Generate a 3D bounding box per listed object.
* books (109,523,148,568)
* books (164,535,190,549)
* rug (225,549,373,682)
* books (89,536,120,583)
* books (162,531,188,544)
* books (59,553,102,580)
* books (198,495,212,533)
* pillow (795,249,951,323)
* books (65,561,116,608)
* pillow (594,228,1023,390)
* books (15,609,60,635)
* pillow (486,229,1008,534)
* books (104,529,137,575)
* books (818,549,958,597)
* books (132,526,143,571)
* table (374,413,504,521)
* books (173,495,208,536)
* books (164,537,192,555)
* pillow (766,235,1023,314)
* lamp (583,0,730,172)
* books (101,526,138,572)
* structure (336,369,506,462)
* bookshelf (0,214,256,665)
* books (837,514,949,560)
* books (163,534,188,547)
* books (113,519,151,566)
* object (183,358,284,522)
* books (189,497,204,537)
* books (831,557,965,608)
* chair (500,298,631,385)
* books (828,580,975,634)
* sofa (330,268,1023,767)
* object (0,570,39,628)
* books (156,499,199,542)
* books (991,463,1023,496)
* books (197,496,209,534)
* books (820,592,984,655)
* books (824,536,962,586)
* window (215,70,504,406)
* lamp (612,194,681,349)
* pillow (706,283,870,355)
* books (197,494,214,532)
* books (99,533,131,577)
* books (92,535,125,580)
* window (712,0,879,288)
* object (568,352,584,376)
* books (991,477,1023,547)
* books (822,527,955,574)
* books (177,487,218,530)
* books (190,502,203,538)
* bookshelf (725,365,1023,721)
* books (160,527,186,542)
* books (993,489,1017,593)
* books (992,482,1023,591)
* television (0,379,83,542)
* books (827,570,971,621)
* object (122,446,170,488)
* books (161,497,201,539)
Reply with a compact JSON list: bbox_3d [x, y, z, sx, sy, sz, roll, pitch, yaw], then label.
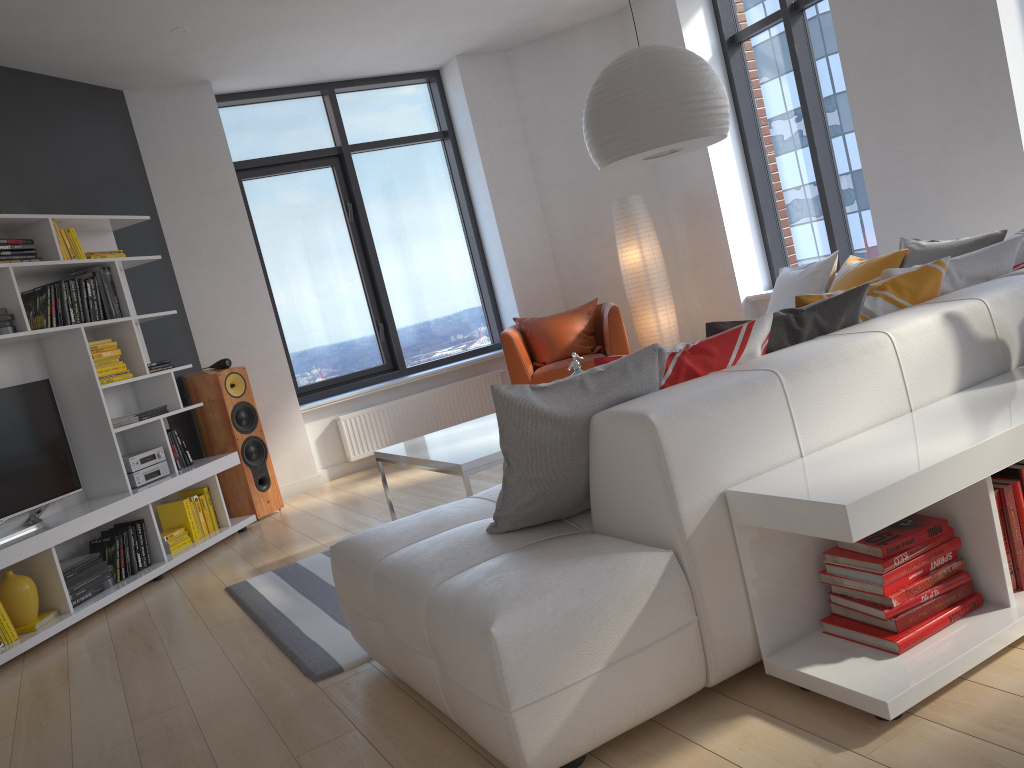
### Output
[{"bbox_3d":[-2.110,0.902,4.878,0.191,0.249,0.084,-12,6,18],"label":"books"},{"bbox_3d":[-1.998,0.930,5.175,0.148,0.011,0.196,-12,6,18],"label":"books"},{"bbox_3d":[-0.026,0.672,4.094,2.326,0.016,1.662,-17,7,-27],"label":"rug"},{"bbox_3d":[-2.159,0.940,4.702,0.182,0.234,0.104,-12,6,18],"label":"books"},{"bbox_3d":[-2.001,0.901,5.171,0.134,0.014,0.187,-12,6,18],"label":"books"},{"bbox_3d":[-2.283,0.946,4.493,0.250,0.047,0.310,-12,6,14],"label":"books"},{"bbox_3d":[-1.941,0.809,5.422,0.172,0.234,0.024,-12,6,18],"label":"books"},{"bbox_3d":[1.418,-0.279,3.713,0.630,0.440,2.095,-12,6,20],"label":"pillow"},{"bbox_3d":[-2.239,1.030,4.501,0.277,0.137,0.343,-13,6,13],"label":"books"},{"bbox_3d":[1.217,-0.143,2.995,2.250,0.449,0.575,-17,7,-29],"label":"pillow"},{"bbox_3d":[-2.310,1.138,4.174,0.270,0.029,0.204,-14,6,3],"label":"books"},{"bbox_3d":[0.975,-0.141,3.244,2.953,0.453,0.647,-19,7,-39],"label":"pillow"},{"bbox_3d":[-2.111,0.917,4.789,0.172,0.242,0.069,-12,6,19],"label":"books"},{"bbox_3d":[0.907,0.438,2.143,0.261,0.028,0.191,-17,7,-27],"label":"books"},{"bbox_3d":[-2.115,0.912,4.842,0.179,0.243,0.068,-12,6,17],"label":"books"},{"bbox_3d":[0.066,0.400,4.284,1.091,0.435,1.091,-17,7,-26],"label":"table"},{"bbox_3d":[-1.959,0.811,5.371,0.185,0.250,0.035,-12,6,18],"label":"books"},{"bbox_3d":[-1.989,0.952,5.175,0.147,0.033,0.190,-12,6,18],"label":"books"},{"bbox_3d":[1.469,-0.343,4.022,0.580,0.456,2.156,-14,6,-1],"label":"pillow"},{"bbox_3d":[1.915,-1.112,3.532,3.199,2.647,0.710,-13,6,9],"label":"lamp"},{"bbox_3d":[-2.131,0.911,4.818,0.192,0.254,0.075,-12,6,17],"label":"books"},{"bbox_3d":[-0.645,0.280,7.072,1.474,0.460,0.110,-17,7,-26],"label":"structure"},{"bbox_3d":[-2.502,0.217,4.218,0.455,2.052,3.000,-12,6,18],"label":"bookshelf"},{"bbox_3d":[0.906,0.358,2.118,0.206,0.029,0.152,-16,6,-20],"label":"books"},{"bbox_3d":[-1.985,0.914,5.162,0.113,0.018,0.169,-12,6,20],"label":"books"},{"bbox_3d":[-2.103,0.891,4.910,0.197,0.260,0.066,-12,6,18],"label":"books"},{"bbox_3d":[-1.894,0.384,5.935,0.434,1.088,0.290,-10,7,33],"label":"object"},{"bbox_3d":[-1.969,0.815,5.346,0.180,0.251,0.019,-12,6,18],"label":"books"},{"bbox_3d":[0.924,0.461,2.133,0.257,0.025,0.182,-17,7,-26],"label":"books"},{"bbox_3d":[0.442,-0.158,6.706,0.896,0.858,0.843,-13,6,5],"label":"chair"},{"bbox_3d":[0.936,0.514,2.139,0.259,0.034,0.206,-16,6,-24],"label":"books"},{"bbox_3d":[0.823,0.131,3.708,3.424,0.732,2.614,-17,7,-27],"label":"sofa"},{"bbox_3d":[-2.317,0.995,4.141,0.185,0.257,0.185,-14,6,-4],"label":"object"},{"bbox_3d":[-1.990,0.825,5.280,0.198,0.255,0.044,-12,6,18],"label":"books"},{"bbox_3d":[1.220,0.335,2.234,0.049,0.291,0.214,-17,7,-26],"label":"books"},{"bbox_3d":[-1.952,0.812,5.400,0.169,0.239,0.023,-12,6,18],"label":"books"},{"bbox_3d":[0.934,0.550,2.128,0.301,0.032,0.227,-17,7,-26],"label":"books"},{"bbox_3d":[0.911,0.410,2.126,0.269,0.028,0.179,-17,6,-25],"label":"books"},{"bbox_3d":[-1.197,-1.222,7.192,1.960,2.402,0.170,-17,7,-26],"label":"window"},{"bbox_3d":[1.252,-0.726,6.819,0.804,1.550,0.502,-11,6,24],"label":"lamp"},{"bbox_3d":[1.487,-0.253,3.145,2.120,0.436,0.608,-17,7,-31],"label":"pillow"},{"bbox_3d":[-1.937,0.805,5.448,0.172,0.234,0.024,-12,6,18],"label":"books"},{"bbox_3d":[-2.132,0.928,4.760,0.169,0.233,0.081,-12,6,17],"label":"books"},{"bbox_3d":[-2.153,0.937,4.735,0.187,0.234,0.096,-12,6,19],"label":"books"},{"bbox_3d":[2.095,-1.928,6.170,0.170,2.402,1.310,-17,7,-26],"label":"window"},{"bbox_3d":[0.253,-0.001,4.215,0.330,0.265,0.330,-14,6,-3],"label":"object"},{"bbox_3d":[1.197,0.358,2.216,0.042,0.259,0.195,-17,7,-26],"label":"books"},{"bbox_3d":[0.902,0.386,2.126,0.254,0.025,0.178,-17,7,-27],"label":"books"},{"bbox_3d":[-1.938,0.785,5.475,0.204,0.270,0.029,-12,6,18],"label":"books"},{"bbox_3d":[-1.955,0.828,5.322,0.156,0.229,0.024,-12,6,18],"label":"books"},{"bbox_3d":[1.751,0.148,2.515,2.600,0.500,0.356,-17,7,-26],"label":"bookshelf"},{"bbox_3d":[-2.018,0.885,5.170,0.138,0.026,0.186,-12,6,18],"label":"books"},{"bbox_3d":[1.131,0.379,2.192,0.031,0.255,0.181,-17,7,-26],"label":"books"},{"bbox_3d":[1.159,0.369,2.208,0.034,0.259,0.207,-17,7,-26],"label":"books"},{"bbox_3d":[-2.564,0.407,4.263,0.207,0.704,1.102,-12,6,18],"label":"television"},{"bbox_3d":[0.925,0.488,2.124,0.266,0.026,0.187,-16,6,-21],"label":"books"},{"bbox_3d":[-2.188,0.498,5.125,0.270,0.174,0.285,-12,6,18],"label":"object"},{"bbox_3d":[-1.984,0.818,5.309,0.199,0.263,0.015,-12,6,18],"label":"books"}]
